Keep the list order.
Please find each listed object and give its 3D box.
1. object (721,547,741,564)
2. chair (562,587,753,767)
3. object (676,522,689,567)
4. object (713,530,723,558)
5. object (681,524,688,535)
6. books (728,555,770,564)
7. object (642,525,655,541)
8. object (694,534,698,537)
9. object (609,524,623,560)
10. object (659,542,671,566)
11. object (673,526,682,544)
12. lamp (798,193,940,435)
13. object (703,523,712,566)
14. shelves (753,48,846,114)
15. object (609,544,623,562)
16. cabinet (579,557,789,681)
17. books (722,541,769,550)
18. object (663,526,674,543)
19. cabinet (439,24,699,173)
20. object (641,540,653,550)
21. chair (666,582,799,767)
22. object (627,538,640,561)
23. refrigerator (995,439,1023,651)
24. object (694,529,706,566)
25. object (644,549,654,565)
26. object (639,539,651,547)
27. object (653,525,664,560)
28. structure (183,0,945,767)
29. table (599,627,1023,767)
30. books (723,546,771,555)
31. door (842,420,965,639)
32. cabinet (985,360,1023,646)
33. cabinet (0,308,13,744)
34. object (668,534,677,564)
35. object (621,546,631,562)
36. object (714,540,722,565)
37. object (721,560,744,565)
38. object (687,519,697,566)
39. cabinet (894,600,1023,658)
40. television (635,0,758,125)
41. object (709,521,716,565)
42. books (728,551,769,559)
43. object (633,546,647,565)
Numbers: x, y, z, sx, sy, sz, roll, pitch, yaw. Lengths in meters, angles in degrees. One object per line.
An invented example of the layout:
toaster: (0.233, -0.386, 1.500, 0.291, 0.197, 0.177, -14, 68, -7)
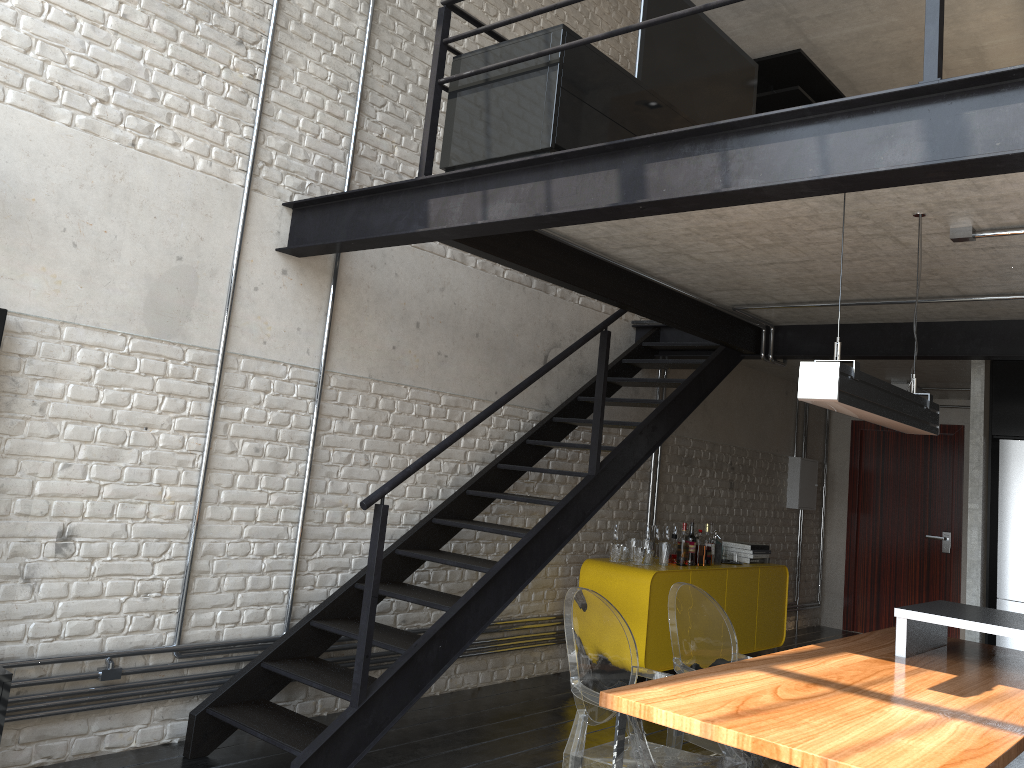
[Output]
object: (1.727, 1.348, 6.959, 0.099, 0.108, 0.228, 9, -7, -22)
chair: (0.404, 1.195, 2.892, 0.589, 0.949, 0.535, -1, -10, 40)
object: (1.215, 1.134, 6.277, 0.081, 0.312, 0.080, 0, -10, 32)
object: (1.607, 1.273, 6.996, 0.118, 0.241, 0.119, 11, -10, -33)
object: (1.262, 1.166, 6.492, 0.114, 0.295, 0.114, 9, -9, -21)
books: (1.904, 1.424, 7.223, 0.259, 0.044, 0.348, 1, -7, 42)
object: (0.999, 1.163, 6.509, 0.092, 0.247, 0.092, 6, -8, 1)
object: (1.344, 1.223, 6.579, 0.100, 0.213, 0.100, 11, -10, -34)
object: (0.722, 1.102, 6.157, 0.092, 0.247, 0.091, 2, -9, 23)
object: (1.061, 1.183, 6.167, 0.087, 0.156, 0.087, 12, -10, -36)
object: (1.253, 1.215, 6.784, 0.092, 0.247, 0.092, 6, -8, 1)
lamp: (1.300, -0.318, 3.108, 0.125, 0.898, 1.079, -2, -10, 40)
object: (1.432, 1.180, 6.520, 0.081, 0.310, 0.080, 0, -10, 34)
shelves: (3.648, -1.452, 8.434, 2.123, 2.816, 2.652, -1, -10, 40)
object: (0.706, 1.150, 6.019, 0.095, 0.121, 0.095, 6, -7, 2)
cabinet: (1.340, 1.722, 6.595, 0.548, 0.777, 2.183, -1, -9, 40)
books: (1.908, 1.321, 7.229, 0.259, 0.038, 0.323, 1, -7, 42)
object: (1.174, 1.198, 6.691, 0.092, 0.247, 0.092, 6, -8, 1)
cabinet: (0.954, -0.938, 4.828, 0.606, 0.556, 3.154, 0, -8, 40)
object: (0.936, 1.171, 6.177, 0.087, 0.156, 0.087, 12, -10, -36)
chair: (0.835, 1.283, 3.354, 0.536, 0.949, 0.588, 12, -10, -39)
object: (0.849, 1.167, 6.234, 0.087, 0.156, 0.087, 12, -10, -36)
refrigerator: (3.690, 1.322, 5.916, 0.723, 1.841, 0.494, -1, -11, 40)
object: (1.360, 1.189, 6.426, 0.067, 0.260, 0.099, -3, -12, 45)
object: (0.926, 1.187, 6.060, 0.092, 0.100, 0.092, 7, -7, -12)
object: (0.939, 1.180, 6.274, 0.087, 0.156, 0.087, 12, -10, -36)
object: (1.083, 1.180, 6.597, 0.092, 0.247, 0.092, 6, -8, 1)
structure: (1.820, 0.210, 3.850, 4.783, 3.371, 3.756, 0, -9, 40)
table: (1.418, 1.433, 3.174, 0.927, 0.739, 2.651, 0, -8, 40)
books: (1.909, 1.357, 7.235, 0.287, 0.031, 0.348, 1, -7, 40)
door: (4.078, 1.515, 9.202, 1.133, 2.237, 0.193, -1, -11, 40)
cabinet: (4.293, 1.061, 5.492, 2.319, 2.497, 0.548, 0, -11, 40)
cabinet: (-2.777, 0.369, 1.859, 0.733, 1.738, 3.081, -1, -9, 40)
object: (1.167, 1.190, 6.396, 0.087, 0.208, 0.087, 10, -9, -24)
object: (0.769, 1.175, 6.102, 0.092, 0.100, 0.092, 7, -7, -12)
object: (1.513, 1.267, 6.677, 0.134, 0.184, 0.052, 8, -9, -12)
object: (1.657, 1.389, 6.927, 0.300, 0.012, 0.297, 4, -6, 21)
object: (1.287, 1.138, 6.364, 0.080, 0.332, 0.079, 1, -10, 31)
cabinet: (3.342, 1.556, 3.842, 2.431, 1.014, 2.724, 1, -8, 40)
television: (1.026, -1.637, 4.938, 0.296, 0.870, 1.308, -1, -10, 40)
object: (1.477, 1.184, 6.595, 0.073, 0.323, 0.072, 1, -10, 31)
books: (1.908, 1.386, 7.214, 0.259, 0.031, 0.326, 2, -7, 38)
object: (0.859, 1.163, 5.981, 0.095, 0.121, 0.095, 11, -9, -32)
